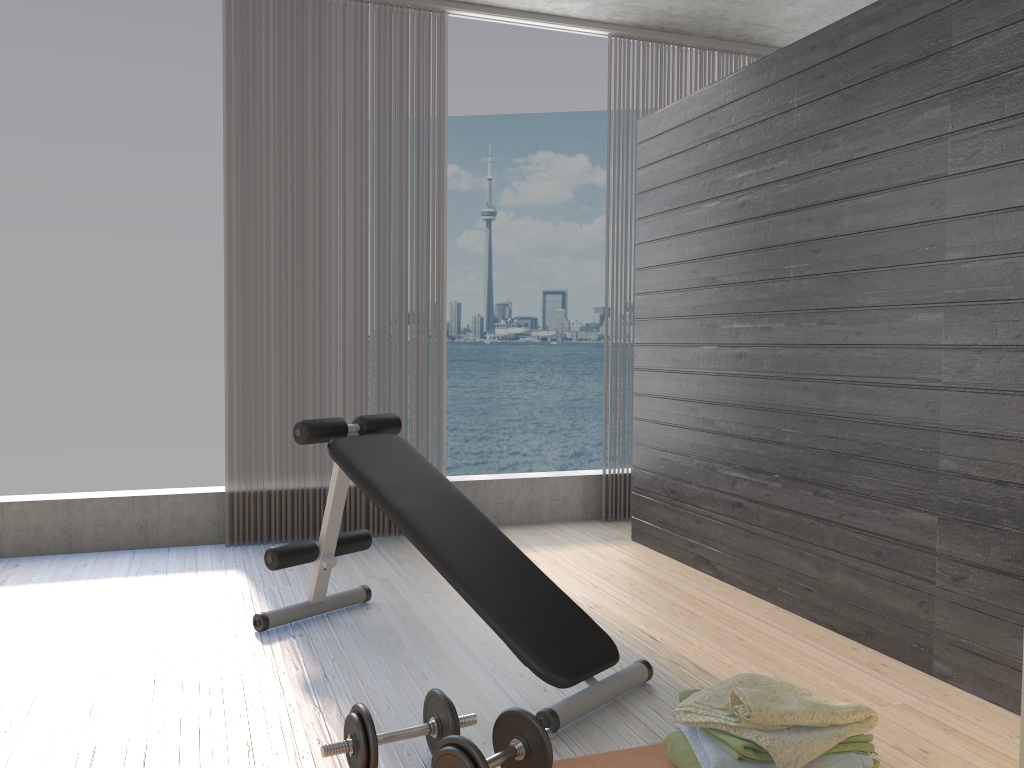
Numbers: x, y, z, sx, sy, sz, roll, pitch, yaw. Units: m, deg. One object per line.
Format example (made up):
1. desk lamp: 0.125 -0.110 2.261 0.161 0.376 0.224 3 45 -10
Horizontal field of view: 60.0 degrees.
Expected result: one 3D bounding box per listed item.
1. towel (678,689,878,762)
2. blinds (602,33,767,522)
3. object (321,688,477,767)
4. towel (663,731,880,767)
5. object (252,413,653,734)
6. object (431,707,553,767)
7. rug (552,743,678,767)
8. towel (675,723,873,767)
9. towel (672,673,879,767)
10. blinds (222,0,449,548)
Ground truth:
1. towel: 0.627 0.809 2.117 0.376 0.085 0.371 0 3 -15
2. blinds: 1.045 -0.591 5.185 1.133 2.744 0.069 0 3 -20
3. object: -0.259 0.826 2.091 0.385 0.176 0.176 -1 3 -28
4. towel: 0.598 0.872 2.080 0.380 0.081 0.367 -1 3 -22
5. object: -0.239 0.502 2.846 1.312 0.746 0.505 3 3 39
6. object: -0.042 0.826 1.937 0.176 0.176 0.385 3 3 42
7. rug: -0.444 0.932 1.566 2.779 0.002 0.716 0 3 -20
8. towel: 0.607 0.846 2.102 0.383 0.078 0.383 0 3 -3
9. towel: 0.613 0.756 2.091 0.384 0.123 0.373 -1 3 -36
10. blinds: -0.869 -0.576 4.496 1.133 2.744 0.069 0 3 -20
